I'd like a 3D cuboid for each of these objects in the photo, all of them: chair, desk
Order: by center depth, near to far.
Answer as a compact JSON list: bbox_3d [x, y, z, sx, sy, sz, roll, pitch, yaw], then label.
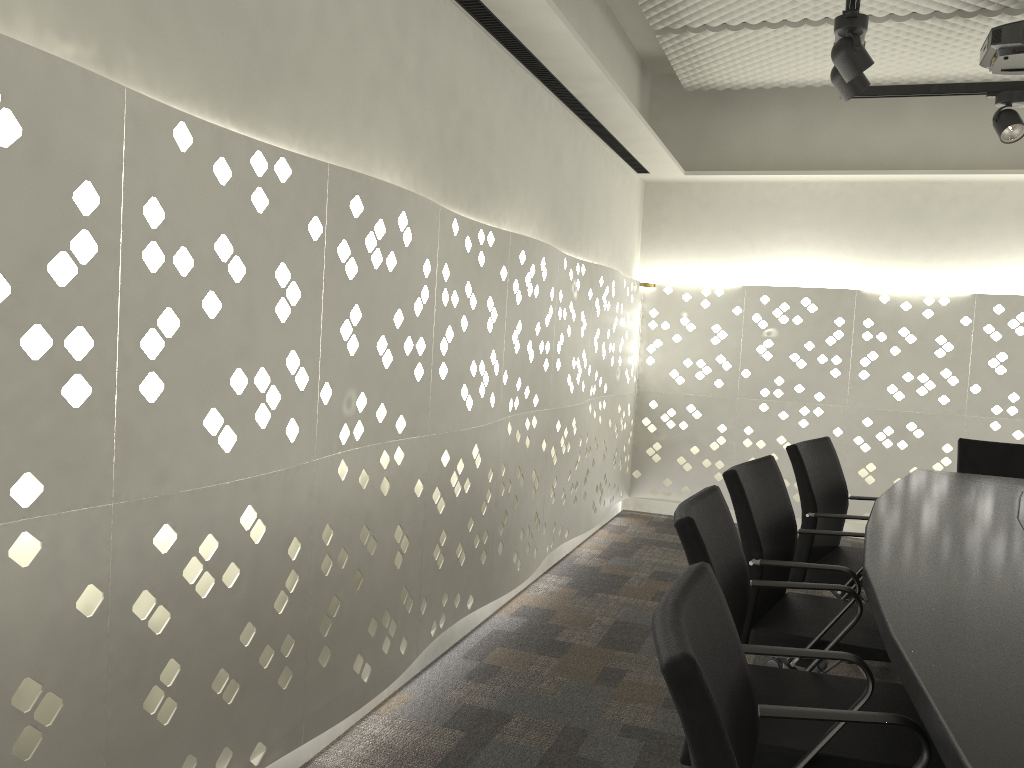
[{"bbox_3d":[0.399,0.652,1.055,0.579,0.757,0.559,4,4,19],"label":"chair"},{"bbox_3d":[1.237,0.723,1.534,1.223,0.658,3.364,4,4,19],"label":"desk"},{"bbox_3d":[0.552,0.621,1.732,0.579,0.757,0.559,5,4,24],"label":"chair"},{"bbox_3d":[0.807,0.601,2.317,0.579,0.757,0.559,6,4,34],"label":"chair"},{"bbox_3d":[1.176,0.585,2.955,0.579,0.757,0.559,6,4,39],"label":"chair"},{"bbox_3d":[1.853,0.609,3.203,0.559,0.757,0.579,5,4,24],"label":"chair"}]

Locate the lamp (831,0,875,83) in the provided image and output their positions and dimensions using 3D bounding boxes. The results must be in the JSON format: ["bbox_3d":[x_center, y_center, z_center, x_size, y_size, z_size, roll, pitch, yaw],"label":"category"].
[{"bbox_3d":[1.036,-1.023,2.687,0.126,0.224,0.213,5,4,22],"label":"lamp"}]

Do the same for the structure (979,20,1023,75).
[{"bbox_3d":[2.082,-1.353,3.566,0.327,0.144,0.371,4,4,19],"label":"structure"}]

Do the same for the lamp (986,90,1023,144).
[{"bbox_3d":[1.881,-1.010,3.304,0.213,0.224,0.126,5,4,22],"label":"lamp"}]

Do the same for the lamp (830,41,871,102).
[{"bbox_3d":[1.110,-1.031,2.898,0.126,0.224,0.213,5,4,22],"label":"lamp"}]
